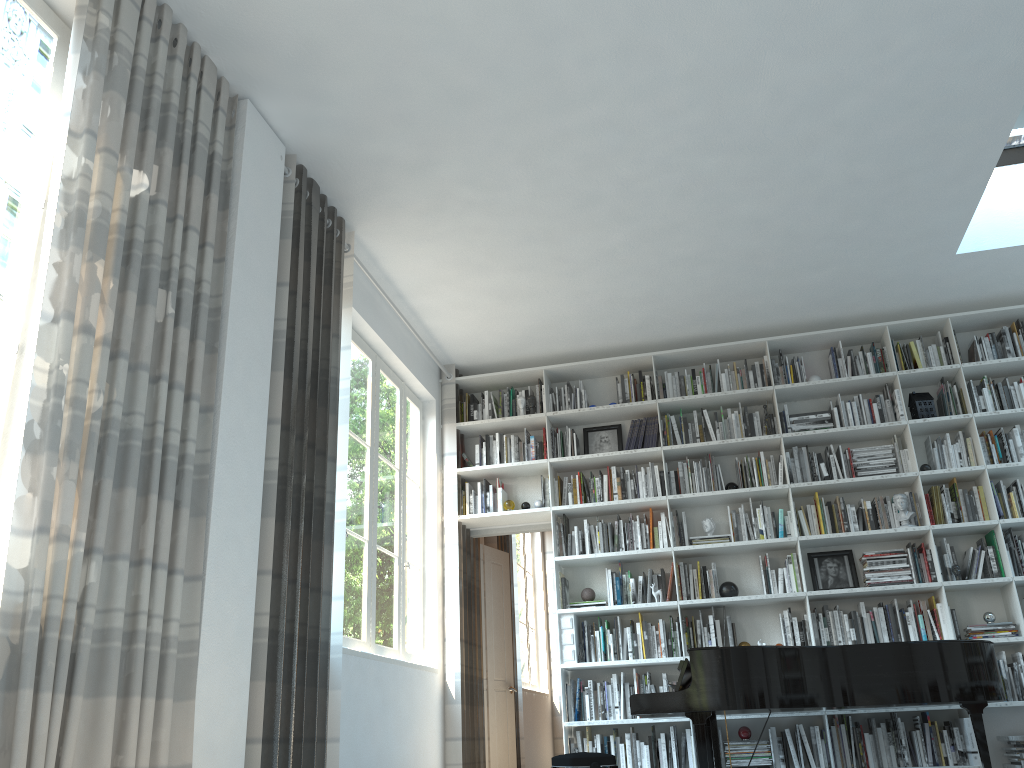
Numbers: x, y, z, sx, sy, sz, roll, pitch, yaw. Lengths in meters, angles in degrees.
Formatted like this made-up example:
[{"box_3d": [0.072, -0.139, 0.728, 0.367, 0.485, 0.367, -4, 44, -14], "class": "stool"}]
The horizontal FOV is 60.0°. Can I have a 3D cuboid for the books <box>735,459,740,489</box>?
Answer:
[{"box_3d": [1.641, 0.692, 6.440, 0.005, 0.253, 0.161, -7, -22, 12], "class": "books"}]

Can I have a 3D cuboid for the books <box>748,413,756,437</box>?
[{"box_3d": [1.768, 0.347, 6.524, 0.030, 0.217, 0.183, -7, -22, 11], "class": "books"}]

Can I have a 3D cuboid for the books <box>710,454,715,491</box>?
[{"box_3d": [1.470, 0.678, 6.487, 0.005, 0.329, 0.162, -7, -22, 11], "class": "books"}]

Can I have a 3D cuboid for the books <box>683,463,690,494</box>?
[{"box_3d": [1.286, 0.728, 6.500, 0.024, 0.261, 0.178, -7, -22, 11], "class": "books"}]

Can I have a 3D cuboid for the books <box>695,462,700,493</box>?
[{"box_3d": [1.355, 0.719, 6.470, 0.012, 0.250, 0.184, -7, -22, 11], "class": "books"}]

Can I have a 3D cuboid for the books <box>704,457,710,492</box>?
[{"box_3d": [1.429, 0.695, 6.473, 0.011, 0.290, 0.177, -7, -22, 11], "class": "books"}]

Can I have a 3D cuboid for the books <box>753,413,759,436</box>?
[{"box_3d": [1.794, 0.343, 6.523, 0.022, 0.221, 0.161, -7, -22, 11], "class": "books"}]

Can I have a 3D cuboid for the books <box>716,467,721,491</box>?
[{"box_3d": [1.509, 0.728, 6.463, 0.012, 0.217, 0.151, -7, -22, 11], "class": "books"}]

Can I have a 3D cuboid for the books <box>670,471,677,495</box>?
[{"box_3d": [1.195, 0.766, 6.535, 0.029, 0.224, 0.137, -7, -22, 11], "class": "books"}]

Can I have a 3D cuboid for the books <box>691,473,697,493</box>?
[{"box_3d": [1.334, 0.760, 6.485, 0.029, 0.186, 0.149, -7, -22, 11], "class": "books"}]

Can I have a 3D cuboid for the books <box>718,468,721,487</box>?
[{"box_3d": [1.517, 0.730, 6.458, 0.004, 0.208, 0.132, -7, -22, 12], "class": "books"}]

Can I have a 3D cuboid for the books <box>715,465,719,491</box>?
[{"box_3d": [1.500, 0.723, 6.475, 0.009, 0.236, 0.135, -7, -22, 11], "class": "books"}]

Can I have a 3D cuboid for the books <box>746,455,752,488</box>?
[{"box_3d": [1.717, 0.669, 6.420, 0.005, 0.274, 0.157, -7, -22, 12], "class": "books"}]

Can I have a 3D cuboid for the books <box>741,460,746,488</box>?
[{"box_3d": [1.673, 0.685, 6.403, 0.005, 0.235, 0.179, -7, -22, 11], "class": "books"}]

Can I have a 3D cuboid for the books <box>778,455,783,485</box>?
[{"box_3d": [1.921, 0.652, 6.345, 0.064, 0.236, 0.209, -7, -22, 11], "class": "books"}]

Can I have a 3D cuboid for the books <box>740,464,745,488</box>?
[{"box_3d": [1.671, 0.705, 6.425, 0.013, 0.215, 0.150, -7, -22, 11], "class": "books"}]

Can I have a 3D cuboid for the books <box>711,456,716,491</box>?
[{"box_3d": [1.475, 0.689, 6.480, 0.005, 0.304, 0.163, -7, -22, 11], "class": "books"}]

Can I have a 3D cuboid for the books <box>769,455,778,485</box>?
[{"box_3d": [1.883, 0.656, 6.377, 0.022, 0.256, 0.155, -7, -22, 11], "class": "books"}]

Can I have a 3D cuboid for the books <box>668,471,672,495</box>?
[{"box_3d": [1.168, 0.768, 6.513, 0.015, 0.207, 0.187, -7, -22, 11], "class": "books"}]

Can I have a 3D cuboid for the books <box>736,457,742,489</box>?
[{"box_3d": [1.651, 0.684, 6.449, 0.012, 0.274, 0.129, -7, -22, 11], "class": "books"}]

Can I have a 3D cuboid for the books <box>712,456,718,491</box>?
[{"box_3d": [1.482, 0.688, 6.455, 0.011, 0.286, 0.189, -7, -22, 11], "class": "books"}]

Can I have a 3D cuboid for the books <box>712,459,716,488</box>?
[{"box_3d": [1.479, 0.697, 6.473, 0.004, 0.283, 0.167, -7, -22, 11], "class": "books"}]

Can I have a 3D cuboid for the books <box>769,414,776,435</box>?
[{"box_3d": [1.916, 0.341, 6.515, 0.028, 0.211, 0.135, -7, -22, 11], "class": "books"}]

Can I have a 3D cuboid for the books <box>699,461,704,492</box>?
[{"box_3d": [1.387, 0.713, 6.472, 0.009, 0.260, 0.181, -7, -22, 12], "class": "books"}]

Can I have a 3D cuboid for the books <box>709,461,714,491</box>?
[{"box_3d": [1.457, 0.708, 6.468, 0.010, 0.260, 0.158, -7, -22, 11], "class": "books"}]

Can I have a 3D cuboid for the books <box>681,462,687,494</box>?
[{"box_3d": [1.268, 0.723, 6.505, 0.012, 0.275, 0.157, -7, -22, 11], "class": "books"}]

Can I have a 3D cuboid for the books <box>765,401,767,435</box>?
[{"box_3d": [1.867, 0.295, 6.518, 0.058, 0.301, 0.175, -7, -22, 11], "class": "books"}]

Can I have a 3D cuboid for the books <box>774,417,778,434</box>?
[{"box_3d": [1.941, 0.348, 6.513, 0.019, 0.193, 0.098, -7, -22, 11], "class": "books"}]

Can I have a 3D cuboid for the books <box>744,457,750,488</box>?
[{"box_3d": [1.707, 0.679, 6.431, 0.009, 0.265, 0.150, -7, -22, 11], "class": "books"}]

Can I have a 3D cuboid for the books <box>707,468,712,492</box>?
[{"box_3d": [1.448, 0.737, 6.480, 0.012, 0.216, 0.133, -7, -22, 11], "class": "books"}]

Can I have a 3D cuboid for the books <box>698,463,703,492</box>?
[{"box_3d": [1.382, 0.722, 6.488, 0.011, 0.254, 0.152, -7, -22, 11], "class": "books"}]

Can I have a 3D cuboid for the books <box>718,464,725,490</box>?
[{"box_3d": [1.530, 0.715, 6.452, 0.031, 0.231, 0.148, -7, -22, 11], "class": "books"}]

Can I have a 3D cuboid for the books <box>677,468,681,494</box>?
[{"box_3d": [1.235, 0.748, 6.515, 0.012, 0.239, 0.134, -7, -22, 11], "class": "books"}]

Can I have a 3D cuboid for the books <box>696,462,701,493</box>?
[{"box_3d": [1.371, 0.721, 6.491, 0.010, 0.260, 0.170, -7, -22, 11], "class": "books"}]

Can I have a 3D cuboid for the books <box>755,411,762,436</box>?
[{"box_3d": [1.820, 0.339, 6.535, 0.025, 0.236, 0.153, -7, -22, 11], "class": "books"}]

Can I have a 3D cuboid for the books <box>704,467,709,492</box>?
[{"box_3d": [1.424, 0.734, 6.481, 0.011, 0.225, 0.130, -7, -22, 11], "class": "books"}]

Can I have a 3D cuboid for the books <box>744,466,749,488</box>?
[{"box_3d": [1.696, 0.708, 6.413, 0.011, 0.199, 0.163, -7, -22, 11], "class": "books"}]

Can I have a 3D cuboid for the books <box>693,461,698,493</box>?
[{"box_3d": [1.345, 0.714, 6.473, 0.009, 0.262, 0.190, -7, -22, 12], "class": "books"}]

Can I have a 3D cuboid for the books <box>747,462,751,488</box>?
[{"box_3d": [1.708, 0.690, 6.391, 0.006, 0.215, 0.182, -7, -22, 12], "class": "books"}]

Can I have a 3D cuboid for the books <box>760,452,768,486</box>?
[{"box_3d": [1.817, 0.651, 6.394, 0.022, 0.283, 0.190, -7, -22, 11], "class": "books"}]

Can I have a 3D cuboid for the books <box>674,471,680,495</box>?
[{"box_3d": [1.221, 0.765, 6.527, 0.024, 0.218, 0.140, -7, -22, 11], "class": "books"}]

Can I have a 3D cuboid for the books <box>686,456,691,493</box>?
[{"box_3d": [1.304, 0.705, 6.518, 0.011, 0.315, 0.155, -7, -22, 11], "class": "books"}]

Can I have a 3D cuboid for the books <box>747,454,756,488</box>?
[{"box_3d": [1.738, 0.665, 6.429, 0.033, 0.286, 0.156, -7, -22, 11], "class": "books"}]

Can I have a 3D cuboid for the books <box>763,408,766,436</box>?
[{"box_3d": [1.853, 0.315, 6.514, 0.055, 0.262, 0.167, -7, -22, 11], "class": "books"}]

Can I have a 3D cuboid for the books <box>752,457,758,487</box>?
[{"box_3d": [1.753, 0.671, 6.385, 0.013, 0.242, 0.189, -7, -22, 11], "class": "books"}]

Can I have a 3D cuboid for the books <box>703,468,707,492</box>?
[{"box_3d": [1.408, 0.734, 6.458, 0.011, 0.208, 0.182, -7, -22, 11], "class": "books"}]

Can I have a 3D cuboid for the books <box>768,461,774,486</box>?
[{"box_3d": [1.864, 0.681, 6.383, 0.024, 0.215, 0.142, -7, -22, 11], "class": "books"}]

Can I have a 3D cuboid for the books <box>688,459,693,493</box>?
[{"box_3d": [1.310, 0.712, 6.491, 0.010, 0.282, 0.184, -7, -22, 11], "class": "books"}]

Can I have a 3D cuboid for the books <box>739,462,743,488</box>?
[{"box_3d": [1.658, 0.689, 6.415, 0.005, 0.239, 0.174, -7, -22, 11], "class": "books"}]

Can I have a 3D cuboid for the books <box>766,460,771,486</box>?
[{"box_3d": [1.847, 0.677, 6.389, 0.011, 0.228, 0.166, -7, -22, 11], "class": "books"}]

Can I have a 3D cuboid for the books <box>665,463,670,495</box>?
[{"box_3d": [1.158, 0.740, 6.546, 0.012, 0.284, 0.160, -7, -22, 11], "class": "books"}]

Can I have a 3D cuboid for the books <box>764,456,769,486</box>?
[{"box_3d": [1.835, 0.664, 6.392, 0.010, 0.256, 0.140, -7, -22, 11], "class": "books"}]

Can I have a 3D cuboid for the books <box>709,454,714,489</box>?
[{"box_3d": [1.466, 0.686, 6.488, 0.005, 0.315, 0.157, -7, -22, 11], "class": "books"}]

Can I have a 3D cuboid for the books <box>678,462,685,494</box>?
[{"box_3d": [1.251, 0.725, 6.513, 0.026, 0.278, 0.151, -7, -22, 11], "class": "books"}]

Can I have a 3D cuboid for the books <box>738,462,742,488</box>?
[{"box_3d": [1.659, 0.699, 6.438, 0.005, 0.238, 0.146, -7, -22, 11], "class": "books"}]

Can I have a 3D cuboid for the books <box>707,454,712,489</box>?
[{"box_3d": [1.450, 0.684, 6.486, 0.004, 0.319, 0.153, -7, -22, 11], "class": "books"}]

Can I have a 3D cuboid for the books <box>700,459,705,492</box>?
[{"box_3d": [1.398, 0.706, 6.479, 0.011, 0.278, 0.170, -7, -22, 11], "class": "books"}]
